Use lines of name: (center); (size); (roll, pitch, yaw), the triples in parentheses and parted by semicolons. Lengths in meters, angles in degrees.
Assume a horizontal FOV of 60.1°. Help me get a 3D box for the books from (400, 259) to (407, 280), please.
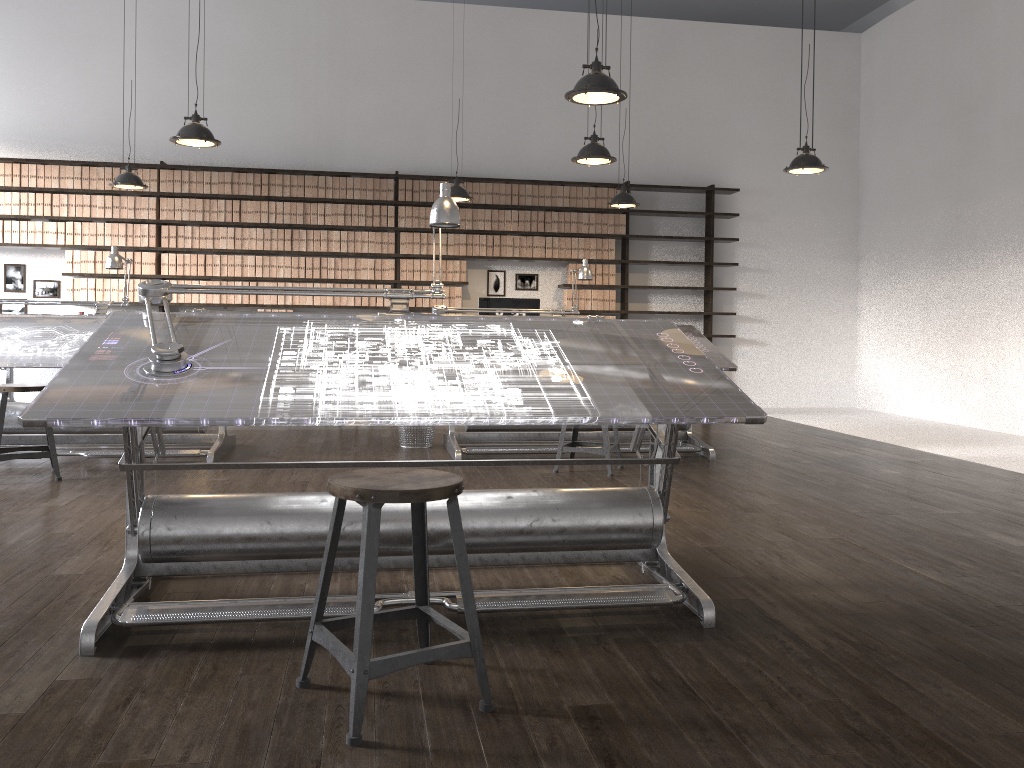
books: (-1.138, -1.187, 9.265); (0.067, 0.225, 0.174); (1, 2, -10)

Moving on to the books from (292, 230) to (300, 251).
books: (-2.210, -1.461, 9.081); (0.067, 0.225, 0.175); (1, 2, -9)

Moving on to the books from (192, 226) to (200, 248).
books: (-3.170, -1.465, 8.921); (0.067, 0.225, 0.174); (1, 2, -9)

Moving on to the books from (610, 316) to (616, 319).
books: (1.072, -0.627, 9.634); (0.067, 0.225, 0.175); (1, 2, -9)

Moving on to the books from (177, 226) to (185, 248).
books: (-3.310, -1.465, 8.898); (0.067, 0.225, 0.175); (1, 2, -10)

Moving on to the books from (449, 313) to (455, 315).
books: (-0.640, -0.633, 9.350); (0.067, 0.225, 0.174); (1, 2, -9)

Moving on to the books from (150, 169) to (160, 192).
books: (-3.555, -2.017, 8.842); (0.067, 0.225, 0.175); (1, 2, -9)

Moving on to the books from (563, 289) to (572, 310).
books: (0.598, -0.906, 9.552); (0.067, 0.225, 0.175); (1, 2, -9)

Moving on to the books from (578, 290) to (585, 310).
books: (0.736, -0.906, 9.581); (0.067, 0.225, 0.174); (1, 2, -10)

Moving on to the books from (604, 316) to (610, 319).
books: (1.007, -0.628, 9.630); (0.067, 0.225, 0.174); (1, 2, -9)

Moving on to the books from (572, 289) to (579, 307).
books: (0.667, -0.906, 9.568); (0.067, 0.225, 0.175); (1, 2, -10)

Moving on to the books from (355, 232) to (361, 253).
books: (-1.596, -1.459, 9.184); (0.067, 0.225, 0.174); (1, 2, -10)

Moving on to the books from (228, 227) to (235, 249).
books: (-2.833, -1.463, 8.972); (0.067, 0.225, 0.175); (1, 2, -10)

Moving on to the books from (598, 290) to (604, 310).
books: (0.942, -0.905, 9.608); (0.067, 0.225, 0.175); (1, 2, -10)

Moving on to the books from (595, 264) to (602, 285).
books: (0.923, -1.180, 9.602); (0.067, 0.225, 0.175); (1, 2, -9)

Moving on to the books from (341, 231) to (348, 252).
books: (-1.734, -1.460, 9.155); (0.067, 0.225, 0.175); (1, 2, -9)

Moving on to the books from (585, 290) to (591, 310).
books: (0.805, -0.905, 9.589); (0.067, 0.225, 0.174); (1, 2, -9)

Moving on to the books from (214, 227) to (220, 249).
books: (-2.967, -1.464, 8.953); (0.067, 0.225, 0.175); (1, 2, -9)

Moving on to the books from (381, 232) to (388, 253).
books: (-1.328, -1.458, 9.226); (0.067, 0.225, 0.175); (1, 2, -9)

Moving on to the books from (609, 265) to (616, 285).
books: (1.071, -1.179, 9.630); (0.067, 0.225, 0.175); (1, 2, -9)

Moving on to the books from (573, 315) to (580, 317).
books: (0.677, -0.629, 9.568); (0.067, 0.225, 0.175); (1, 2, -10)

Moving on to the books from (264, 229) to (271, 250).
books: (-2.483, -1.462, 9.029); (0.067, 0.225, 0.175); (1, 2, -9)

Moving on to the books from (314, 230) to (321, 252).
books: (-2.000, -1.461, 9.116); (0.067, 0.225, 0.175); (1, 2, -10)

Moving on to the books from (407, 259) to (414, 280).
books: (-1.069, -1.187, 9.274); (0.067, 0.225, 0.175); (1, 2, -10)

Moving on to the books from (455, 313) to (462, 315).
books: (-0.571, -0.633, 9.366); (0.067, 0.225, 0.174); (1, 2, -10)

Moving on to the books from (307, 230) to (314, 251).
books: (-2.070, -1.461, 9.104); (0.067, 0.225, 0.174); (1, 2, -10)

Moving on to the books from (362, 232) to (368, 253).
books: (-1.527, -1.459, 9.192); (0.067, 0.225, 0.174); (1, 2, -9)

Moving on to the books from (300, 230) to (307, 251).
books: (-2.139, -1.461, 9.088); (0.067, 0.225, 0.174); (1, 2, -9)

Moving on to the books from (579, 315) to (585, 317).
books: (0.742, -0.629, 9.584); (0.067, 0.225, 0.175); (1, 2, -9)

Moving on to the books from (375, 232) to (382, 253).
books: (-1.389, -1.458, 9.211); (0.067, 0.225, 0.175); (1, 2, -10)

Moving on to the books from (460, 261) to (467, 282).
books: (-0.524, -1.185, 9.366); (0.067, 0.225, 0.175); (1, 2, -9)

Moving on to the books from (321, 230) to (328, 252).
books: (-1.933, -1.460, 9.121); (0.067, 0.225, 0.175); (1, 2, -9)

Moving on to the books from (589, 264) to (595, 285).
books: (0.848, -1.180, 9.595); (0.067, 0.225, 0.175); (1, 2, -10)

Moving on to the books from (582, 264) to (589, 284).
books: (0.779, -1.180, 9.579); (0.067, 0.225, 0.174); (1, 2, -10)

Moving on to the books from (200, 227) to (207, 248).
books: (-3.100, -1.464, 8.932); (0.067, 0.225, 0.175); (1, 2, -9)

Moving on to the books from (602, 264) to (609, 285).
books: (0.995, -1.180, 9.620); (0.067, 0.225, 0.175); (1, 2, -10)

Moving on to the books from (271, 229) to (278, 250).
books: (-2.421, -1.462, 9.044); (0.067, 0.225, 0.175); (1, 2, -10)

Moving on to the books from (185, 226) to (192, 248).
books: (-3.239, -1.465, 8.905); (0.067, 0.225, 0.174); (1, 2, -10)

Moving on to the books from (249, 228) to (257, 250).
books: (-2.626, -1.463, 9.009); (0.067, 0.225, 0.174); (1, 2, -10)

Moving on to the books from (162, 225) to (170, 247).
books: (-3.457, -1.466, 8.873); (0.067, 0.225, 0.175); (1, 2, -10)

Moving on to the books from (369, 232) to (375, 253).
books: (-1.455, -1.458, 9.200); (0.067, 0.225, 0.175); (1, 2, -9)

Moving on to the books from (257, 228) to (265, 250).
books: (-2.554, -1.462, 9.017); (0.067, 0.225, 0.175); (1, 2, -10)

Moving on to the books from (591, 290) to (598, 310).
books: (0.877, -0.905, 9.597); (0.067, 0.225, 0.175); (1, 2, -9)

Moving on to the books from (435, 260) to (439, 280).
books: (-0.800, -1.185, 9.314); (0.067, 0.225, 0.175); (1, 2, -9)

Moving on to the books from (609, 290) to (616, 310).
books: (1.073, -0.905, 9.635); (0.067, 0.225, 0.175); (1, 2, -9)

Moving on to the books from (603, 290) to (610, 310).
books: (1.004, -0.905, 9.623); (0.067, 0.225, 0.175); (1, 2, -9)

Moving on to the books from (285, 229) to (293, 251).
books: (-2.283, -1.461, 9.064); (0.067, 0.225, 0.175); (1, 2, -10)

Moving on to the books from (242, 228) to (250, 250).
books: (-2.696, -1.463, 9.001); (0.067, 0.225, 0.174); (1, 2, -9)

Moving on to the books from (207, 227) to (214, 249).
books: (-3.032, -1.464, 8.938); (0.067, 0.225, 0.175); (1, 2, -10)

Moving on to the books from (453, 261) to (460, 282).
books: (-0.593, -1.185, 9.350); (0.067, 0.225, 0.174); (1, 2, -9)

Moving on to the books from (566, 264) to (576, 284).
books: (0.638, -1.181, 9.560); (0.067, 0.225, 0.175); (1, 2, -9)

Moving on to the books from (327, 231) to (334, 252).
books: (-1.867, -1.460, 9.137); (0.067, 0.225, 0.175); (1, 2, -10)

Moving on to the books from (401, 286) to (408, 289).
books: (-1.125, -0.912, 9.270); (0.067, 0.225, 0.175); (1, 2, -10)

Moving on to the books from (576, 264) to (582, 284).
books: (0.708, -1.181, 9.572); (0.067, 0.225, 0.174); (1, 2, -9)

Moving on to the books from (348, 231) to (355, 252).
books: (-1.665, -1.460, 9.171); (0.067, 0.225, 0.175); (1, 2, -10)

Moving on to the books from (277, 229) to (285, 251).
books: (-2.357, -1.462, 9.057); (0.067, 0.225, 0.175); (1, 2, -9)

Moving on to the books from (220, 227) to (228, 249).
books: (-2.905, -1.464, 8.962); (0.067, 0.225, 0.175); (1, 2, -9)

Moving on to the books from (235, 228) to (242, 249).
books: (-2.764, -1.463, 8.988); (0.067, 0.225, 0.175); (1, 2, -9)

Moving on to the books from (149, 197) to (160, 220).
books: (-3.567, -1.741, 8.846); (0.067, 0.225, 0.175); (1, 2, -10)

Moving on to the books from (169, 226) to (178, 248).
books: (-3.383, -1.465, 8.880); (0.067, 0.225, 0.175); (1, 2, -9)
